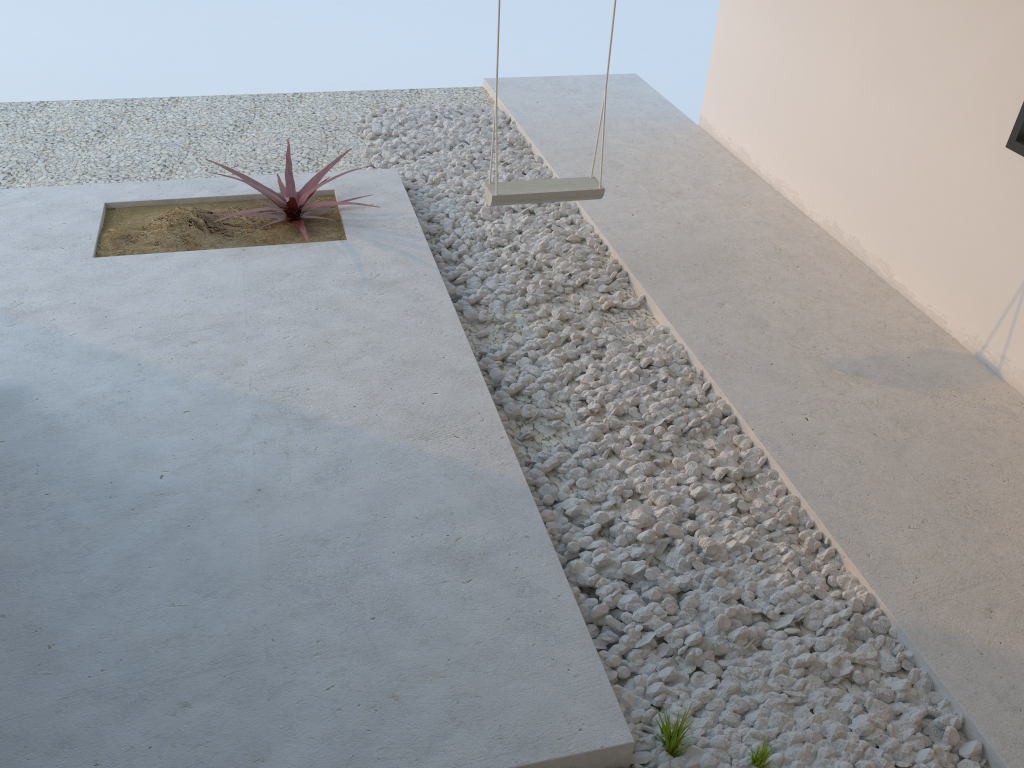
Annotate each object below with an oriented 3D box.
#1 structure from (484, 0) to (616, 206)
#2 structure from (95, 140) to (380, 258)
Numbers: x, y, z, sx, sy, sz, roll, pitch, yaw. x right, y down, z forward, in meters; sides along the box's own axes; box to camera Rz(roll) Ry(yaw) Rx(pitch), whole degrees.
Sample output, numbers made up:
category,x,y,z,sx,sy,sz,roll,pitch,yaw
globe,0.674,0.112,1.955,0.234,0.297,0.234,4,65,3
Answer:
category,x,y,z,sx,sy,sz,roll,pitch,yaw
structure,0.169,-1.506,2.943,0.461,1.954,0.123,-7,39,-13
structure,-1.200,-0.784,3.859,1.200,0.306,0.714,-7,38,-13
